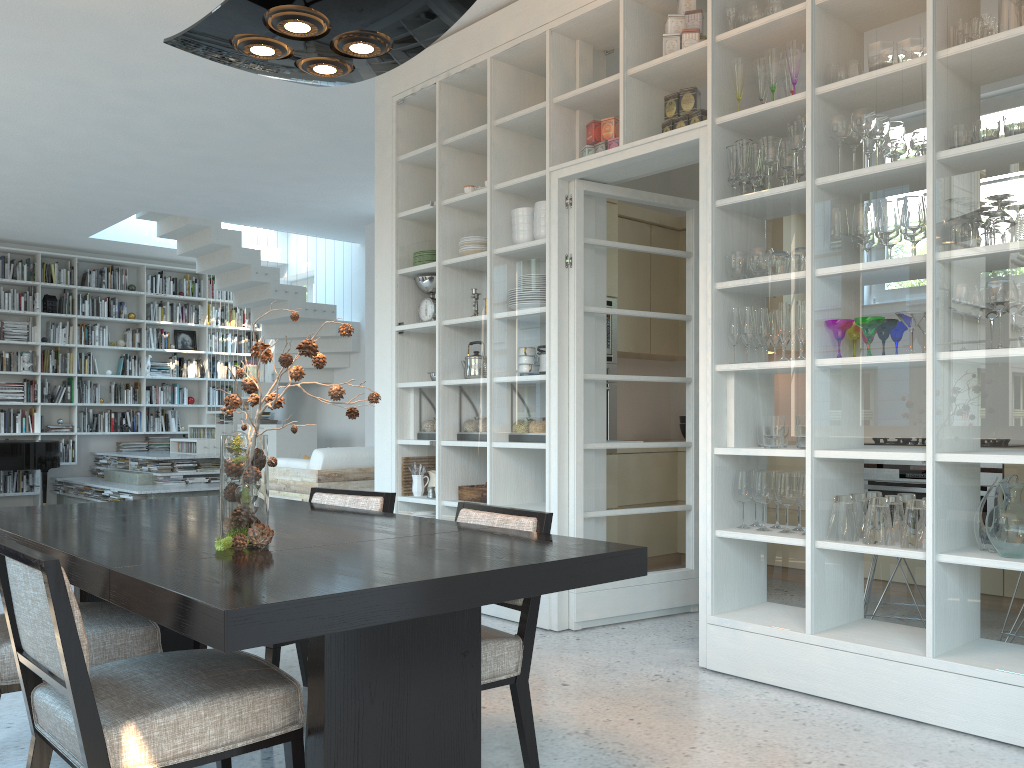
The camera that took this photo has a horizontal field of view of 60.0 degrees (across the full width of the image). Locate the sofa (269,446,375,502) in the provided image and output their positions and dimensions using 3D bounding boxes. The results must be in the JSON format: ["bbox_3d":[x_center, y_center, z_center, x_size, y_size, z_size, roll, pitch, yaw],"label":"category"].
[{"bbox_3d":[-0.837,0.701,7.228,2.194,0.854,0.871,1,-1,-42],"label":"sofa"}]

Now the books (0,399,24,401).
[{"bbox_3d":[-6.103,-0.132,10.757,0.159,0.012,0.285,-1,-1,43],"label":"books"}]

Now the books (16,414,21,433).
[{"bbox_3d":[-6.032,0.148,10.804,0.023,0.234,0.174,1,-2,-42],"label":"books"}]

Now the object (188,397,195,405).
[{"bbox_3d":[-4.442,-0.139,12.229,0.115,0.116,0.115,-1,-1,25],"label":"object"}]

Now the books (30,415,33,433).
[{"bbox_3d":[-5.921,0.158,10.901,0.011,0.216,0.166,2,-2,-42],"label":"books"}]

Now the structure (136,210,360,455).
[{"bbox_3d":[-3.455,-0.841,10.753,2.612,3.383,1.953,1,-2,-42],"label":"structure"}]

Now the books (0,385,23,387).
[{"bbox_3d":[-6.105,-0.301,10.764,0.161,0.012,0.254,-1,-1,44],"label":"books"}]

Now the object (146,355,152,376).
[{"bbox_3d":[-4.812,-0.598,11.726,0.087,0.288,0.075,0,-2,-7],"label":"object"}]

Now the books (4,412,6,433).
[{"bbox_3d":[-6.154,0.138,10.716,0.011,0.252,0.158,2,-2,-42],"label":"books"}]

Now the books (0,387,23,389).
[{"bbox_3d":[-6.105,-0.276,10.763,0.161,0.012,0.254,-1,-1,44],"label":"books"}]

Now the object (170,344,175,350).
[{"bbox_3d":[-4.634,-0.866,12.072,0.091,0.092,0.091,0,-1,7],"label":"object"}]

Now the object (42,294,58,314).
[{"bbox_3d":[-5.737,-1.325,11.033,0.135,0.248,0.135,-1,-2,38],"label":"object"}]

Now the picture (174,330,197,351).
[{"bbox_3d":[-4.522,-0.968,12.294,0.300,0.300,0.077,1,-2,-42],"label":"picture"}]

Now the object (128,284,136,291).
[{"bbox_3d":[-4.998,-1.612,11.684,0.104,0.105,0.104,0,-1,7],"label":"object"}]

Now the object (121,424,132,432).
[{"bbox_3d":[-5.016,0.220,11.509,0.064,0.114,0.160,-1,-1,35],"label":"object"}]

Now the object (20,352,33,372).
[{"bbox_3d":[-5.899,-0.590,10.778,0.138,0.244,0.137,0,-2,13],"label":"object"}]

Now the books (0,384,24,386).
[{"bbox_3d":[-6.108,-0.313,10.768,0.285,0.012,0.159,1,-1,-40],"label":"books"}]

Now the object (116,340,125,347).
[{"bbox_3d":[-5.139,-0.882,11.651,0.111,0.113,0.111,-1,-1,25],"label":"object"}]

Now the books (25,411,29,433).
[{"bbox_3d":[-5.973,0.130,10.868,0.026,0.272,0.175,1,-2,-42],"label":"books"}]

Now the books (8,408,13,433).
[{"bbox_3d":[-6.093,0.116,10.755,0.012,0.297,0.177,2,-2,-42],"label":"books"}]

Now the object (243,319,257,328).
[{"bbox_3d":[-3.770,-1.247,12.733,0.203,0.137,0.095,1,-1,-26],"label":"object"}]

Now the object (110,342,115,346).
[{"bbox_3d":[-5.209,-0.862,11.556,0.068,0.068,0.068,-1,-1,25],"label":"object"}]

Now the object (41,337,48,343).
[{"bbox_3d":[-5.770,-0.876,10.951,0.071,0.072,0.071,0,-1,7],"label":"object"}]

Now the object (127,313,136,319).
[{"bbox_3d":[-5.001,-1.243,11.677,0.100,0.102,0.100,-1,-1,25],"label":"object"}]

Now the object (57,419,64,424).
[{"bbox_3d":[-5.634,0.131,11.044,0.071,0.072,0.071,0,-1,7],"label":"object"}]

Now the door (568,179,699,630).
[{"bbox_3d":[0.651,-0.023,4.611,0.839,2.229,0.067,1,-2,-32],"label":"door"}]

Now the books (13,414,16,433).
[{"bbox_3d":[-6.071,0.147,10.785,0.014,0.235,0.154,2,-2,-42],"label":"books"}]

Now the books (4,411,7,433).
[{"bbox_3d":[-6.139,0.133,10.716,0.010,0.261,0.181,2,-2,-42],"label":"books"}]

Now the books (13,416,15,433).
[{"bbox_3d":[-6.078,0.161,10.764,0.024,0.207,0.183,1,-2,-42],"label":"books"}]

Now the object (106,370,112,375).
[{"bbox_3d":[-5.229,-0.496,11.496,0.071,0.072,0.071,0,-1,7],"label":"object"}]

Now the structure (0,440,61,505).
[{"bbox_3d":[-5.835,0.743,9.472,1.917,0.833,1.334,1,-1,-42],"label":"structure"}]

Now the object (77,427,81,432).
[{"bbox_3d":[-5.521,0.235,11.250,0.071,0.072,0.071,0,-1,7],"label":"object"}]

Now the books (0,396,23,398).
[{"bbox_3d":[-6.103,-0.169,10.758,0.161,0.012,0.254,-1,-1,43],"label":"books"}]

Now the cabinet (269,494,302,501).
[{"bbox_3d":[-1.812,0.873,6.366,0.380,0.487,0.502,1,-2,-42],"label":"cabinet"}]

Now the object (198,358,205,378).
[{"bbox_3d":[-4.282,-0.591,12.231,0.087,0.288,0.075,0,-2,-7],"label":"object"}]

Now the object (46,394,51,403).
[{"bbox_3d":[-5.701,-0.156,10.912,0.054,0.113,0.079,1,-2,-44],"label":"object"}]

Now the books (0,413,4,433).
[{"bbox_3d":[-6.167,0.141,10.682,0.026,0.245,0.191,1,-2,-42],"label":"books"}]

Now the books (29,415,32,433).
[{"bbox_3d":[-5.940,0.160,10.882,0.042,0.212,0.169,1,-2,-42],"label":"books"}]

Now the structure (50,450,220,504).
[{"bbox_3d":[-3.812,0.856,10.893,2.898,0.659,3.111,1,-1,-42],"label":"structure"}]

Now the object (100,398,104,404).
[{"bbox_3d":[-5.316,-0.128,11.453,0.071,0.072,0.071,0,-1,7],"label":"object"}]

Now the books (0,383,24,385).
[{"bbox_3d":[-6.103,-0.325,10.763,0.159,0.012,0.285,-1,-1,43],"label":"books"}]

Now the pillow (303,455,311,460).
[{"bbox_3d":[-1.456,0.497,6.686,0.462,0.339,0.200,-1,-2,42],"label":"pillow"}]

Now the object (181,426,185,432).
[{"bbox_3d":[-4.535,0.247,12.164,0.071,0.072,0.071,0,-1,7],"label":"object"}]

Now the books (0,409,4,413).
[{"bbox_3d":[-6.168,0.121,10.713,0.014,0.286,0.134,2,-2,-42],"label":"books"}]

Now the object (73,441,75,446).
[{"bbox_3d":[-5.531,0.513,11.152,0.011,0.260,0.142,2,-2,-42],"label":"object"}]

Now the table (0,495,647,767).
[{"bbox_3d":[-0.807,0.709,2.606,1.086,0.736,2.198,1,-1,-42],"label":"table"}]

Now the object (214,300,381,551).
[{"bbox_3d":[-0.561,0.038,2.186,0.541,0.601,0.317,0,-2,19],"label":"object"}]

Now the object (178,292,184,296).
[{"bbox_3d":[-4.512,-1.589,12.122,0.071,0.072,0.071,0,-1,7],"label":"object"}]

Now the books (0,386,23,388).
[{"bbox_3d":[-6.106,-0.289,10.765,0.161,0.012,0.254,-1,-1,45],"label":"books"}]

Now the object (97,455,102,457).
[{"bbox_3d":[-5.252,0.573,11.433,0.131,0.025,0.290,1,-1,-40],"label":"object"}]

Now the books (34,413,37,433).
[{"bbox_3d":[-5.893,0.143,10.919,0.033,0.246,0.176,1,-2,-42],"label":"books"}]

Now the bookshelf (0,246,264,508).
[{"bbox_3d":[-6.008,-0.379,10.775,6.294,3.143,0.330,1,-2,-42],"label":"bookshelf"}]

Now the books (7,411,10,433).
[{"bbox_3d":[-6.120,0.132,10.723,0.028,0.264,0.161,1,-2,-42],"label":"books"}]

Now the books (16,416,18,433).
[{"bbox_3d":[-6.049,0.163,10.788,0.023,0.204,0.167,1,-2,-42],"label":"books"}]

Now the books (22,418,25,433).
[{"bbox_3d":[-5.991,0.174,10.834,0.023,0.183,0.169,1,-2,-42],"label":"books"}]

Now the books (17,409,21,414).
[{"bbox_3d":[-6.026,0.118,10.826,0.014,0.294,0.137,2,-2,-42],"label":"books"}]

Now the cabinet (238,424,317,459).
[{"bbox_3d":[-2.820,0.497,10.546,0.551,0.668,0.992,1,-2,-42],"label":"cabinet"}]
